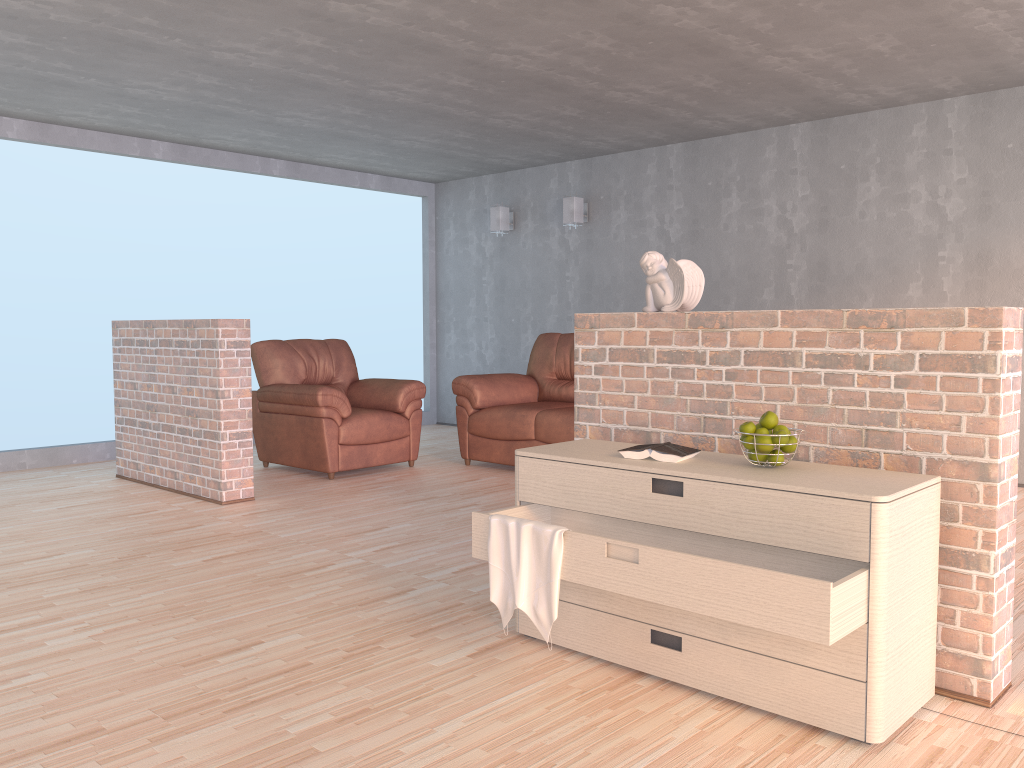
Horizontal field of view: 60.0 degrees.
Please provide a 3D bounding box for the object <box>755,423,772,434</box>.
[{"bbox_3d":[0.717,0.136,2.542,0.054,0.053,0.049,-1,4,-16],"label":"object"}]

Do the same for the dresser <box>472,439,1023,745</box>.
[{"bbox_3d":[0.676,0.549,2.372,1.686,0.612,0.605,3,5,43],"label":"dresser"}]

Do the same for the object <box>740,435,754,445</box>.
[{"bbox_3d":[0.675,0.159,2.529,0.046,0.044,0.046,3,5,39],"label":"object"}]

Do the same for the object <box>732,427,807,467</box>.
[{"bbox_3d":[0.725,0.182,2.500,0.202,0.104,0.202,3,5,36],"label":"object"}]

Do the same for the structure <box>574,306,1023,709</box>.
[{"bbox_3d":[0.812,0.294,2.863,1.422,1.057,0.211,3,5,43],"label":"structure"}]

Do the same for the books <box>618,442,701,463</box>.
[{"bbox_3d":[0.445,0.203,2.680,0.209,0.040,0.146,2,4,33],"label":"books"}]

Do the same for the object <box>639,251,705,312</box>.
[{"bbox_3d":[0.538,-0.356,3.069,0.216,0.218,0.131,3,5,42],"label":"object"}]

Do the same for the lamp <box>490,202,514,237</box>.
[{"bbox_3d":[-0.101,-1.544,8.331,0.165,0.319,0.168,3,5,43],"label":"lamp"}]

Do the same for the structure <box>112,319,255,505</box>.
[{"bbox_3d":[-2.096,0.127,5.565,1.422,1.057,0.211,3,5,43],"label":"structure"}]

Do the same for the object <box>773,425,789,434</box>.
[{"bbox_3d":[0.750,0.135,2.475,0.043,0.043,0.039,2,4,28],"label":"object"}]

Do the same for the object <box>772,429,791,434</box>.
[{"bbox_3d":[0.769,0.150,2.530,0.054,0.048,0.053,-3,5,-40],"label":"object"}]

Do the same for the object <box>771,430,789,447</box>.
[{"bbox_3d":[0.736,0.150,2.436,0.046,0.047,0.047,-1,4,-9],"label":"object"}]

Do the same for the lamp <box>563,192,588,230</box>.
[{"bbox_3d":[0.549,-1.508,7.733,0.165,0.319,0.177,3,5,43],"label":"lamp"}]

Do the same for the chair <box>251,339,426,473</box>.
[{"bbox_3d":[-1.266,0.118,6.390,0.936,0.879,0.970,3,5,42],"label":"chair"}]

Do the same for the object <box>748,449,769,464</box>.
[{"bbox_3d":[0.698,0.198,2.511,0.059,0.055,0.060,0,4,-2],"label":"object"}]

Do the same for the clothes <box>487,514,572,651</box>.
[{"bbox_3d":[0.056,0.574,2.557,0.325,0.369,0.097,3,5,44],"label":"clothes"}]

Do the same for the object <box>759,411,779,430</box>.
[{"bbox_3d":[0.725,0.103,2.504,0.054,0.056,0.054,3,5,43],"label":"object"}]

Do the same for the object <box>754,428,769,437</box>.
[{"bbox_3d":[0.701,0.140,2.489,0.039,0.038,0.039,-1,4,-18],"label":"object"}]

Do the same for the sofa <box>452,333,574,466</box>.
[{"bbox_3d":[0.669,0.108,6.101,2.202,0.923,0.981,3,5,43],"label":"sofa"}]

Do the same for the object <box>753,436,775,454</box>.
[{"bbox_3d":[0.698,0.166,2.457,0.057,0.057,0.057,-1,4,-14],"label":"object"}]

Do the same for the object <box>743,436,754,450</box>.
[{"bbox_3d":[0.668,0.165,2.486,0.039,0.040,0.038,-3,5,-39],"label":"object"}]

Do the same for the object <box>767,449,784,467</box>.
[{"bbox_3d":[0.735,0.206,2.471,0.046,0.048,0.048,2,4,31],"label":"object"}]

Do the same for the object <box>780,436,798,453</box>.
[{"bbox_3d":[0.774,0.168,2.485,0.053,0.054,0.053,-1,4,-12],"label":"object"}]

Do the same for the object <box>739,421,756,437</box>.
[{"bbox_3d":[0.665,0.127,2.503,0.046,0.045,0.046,3,5,42],"label":"object"}]
